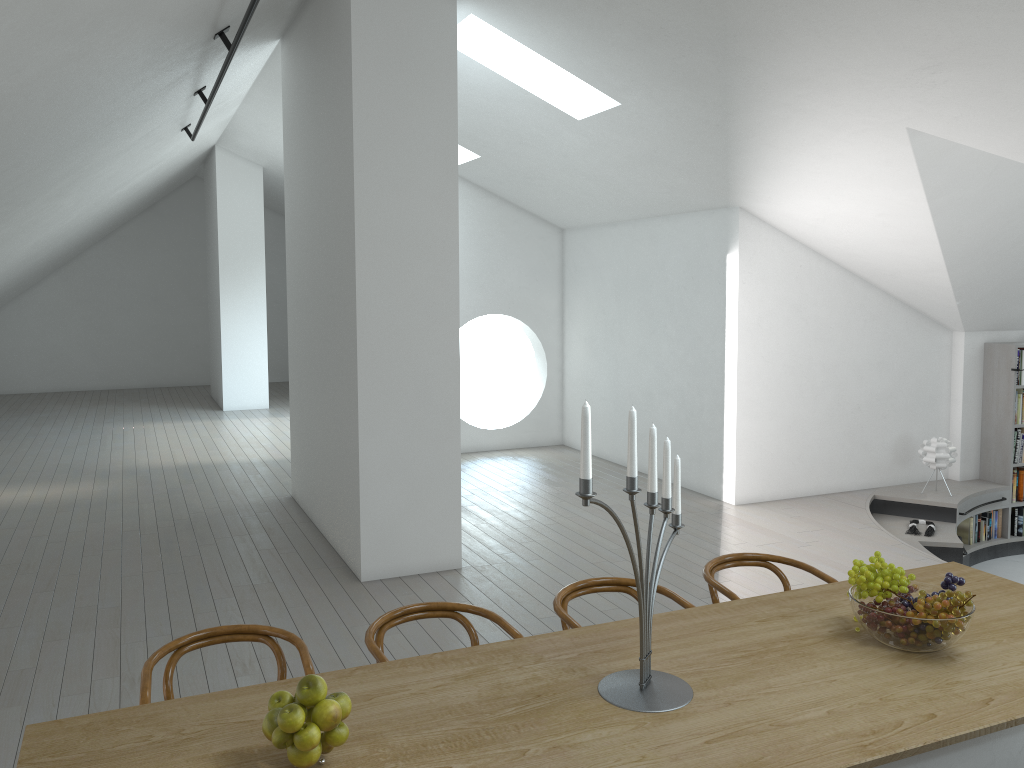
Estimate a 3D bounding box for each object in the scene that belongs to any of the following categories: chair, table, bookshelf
[{"bbox_3d":[-0.229,1.226,3.127,0.527,0.733,0.622,-3,6,-28],"label":"chair"},{"bbox_3d":[0.477,1.252,2.534,3.350,0.797,1.021,-3,6,-23],"label":"table"},{"bbox_3d":[6.484,0.691,7.253,2.109,1.876,4.342,-3,6,-23],"label":"bookshelf"},{"bbox_3d":[0.445,1.193,3.402,0.527,0.733,0.623,-2,6,-23],"label":"chair"},{"bbox_3d":[1.095,1.155,3.728,0.527,0.733,0.623,-2,6,-20],"label":"chair"},{"bbox_3d":[-0.919,1.253,2.903,0.527,0.733,0.623,-2,6,-21],"label":"chair"}]

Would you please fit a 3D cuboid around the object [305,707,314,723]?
[{"bbox_3d":[-0.481,0.800,2.172,0.071,0.072,0.071,3,6,31],"label":"object"}]

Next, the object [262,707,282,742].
[{"bbox_3d":[-0.549,0.804,2.089,0.076,0.076,0.077,3,6,33],"label":"object"}]

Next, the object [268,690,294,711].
[{"bbox_3d":[-0.557,0.775,2.144,0.063,0.063,0.062,3,6,29],"label":"object"}]

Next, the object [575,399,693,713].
[{"bbox_3d":[0.324,0.431,2.393,0.266,0.873,0.776,4,7,40],"label":"object"}]

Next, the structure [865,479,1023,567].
[{"bbox_3d":[5.223,1.519,6.765,4.710,0.691,4.720,2,7,21],"label":"structure"}]

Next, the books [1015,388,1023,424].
[{"bbox_3d":[5.263,0.200,8.722,1.088,0.347,0.304,-1,5,-8],"label":"books"}]

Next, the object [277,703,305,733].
[{"bbox_3d":[-0.503,0.764,2.022,0.062,0.059,0.062,-3,6,-23],"label":"object"}]

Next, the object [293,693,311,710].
[{"bbox_3d":[-0.501,0.759,2.142,0.053,0.057,0.058,-1,5,-9],"label":"object"}]

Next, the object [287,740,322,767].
[{"bbox_3d":[-0.484,0.854,2.069,0.080,0.074,0.078,2,6,21],"label":"object"}]

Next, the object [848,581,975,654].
[{"bbox_3d":[1.239,0.745,2.764,0.360,0.159,0.360,-6,8,-43],"label":"object"}]

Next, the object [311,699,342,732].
[{"bbox_3d":[-0.432,0.774,2.071,0.066,0.071,0.072,4,7,36],"label":"object"}]

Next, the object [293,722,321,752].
[{"bbox_3d":[-0.469,0.808,2.028,0.062,0.059,0.062,-2,6,-19],"label":"object"}]

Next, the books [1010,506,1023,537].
[{"bbox_3d":[5.304,1.316,8.806,0.918,0.319,0.283,-1,5,-5],"label":"books"}]

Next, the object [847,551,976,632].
[{"bbox_3d":[1.242,0.680,2.788,0.394,0.283,0.293,3,6,30],"label":"object"}]

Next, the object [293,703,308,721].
[{"bbox_3d":[-0.505,0.774,2.075,0.053,0.050,0.053,4,7,37],"label":"object"}]

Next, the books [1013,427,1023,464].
[{"bbox_3d":[5.245,0.579,8.706,1.019,0.358,0.261,-1,5,-6],"label":"books"}]

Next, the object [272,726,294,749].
[{"bbox_3d":[-0.526,0.811,2.039,0.053,0.053,0.051,-4,6,-32],"label":"object"}]

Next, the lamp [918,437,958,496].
[{"bbox_3d":[3.939,0.757,8.211,0.306,0.523,0.306,-4,6,-35],"label":"lamp"}]

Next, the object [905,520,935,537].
[{"bbox_3d":[3.532,1.241,7.644,0.218,0.082,0.474,3,7,29],"label":"object"}]

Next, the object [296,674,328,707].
[{"bbox_3d":[-0.473,0.724,2.094,0.072,0.074,0.072,-3,6,-23],"label":"object"}]

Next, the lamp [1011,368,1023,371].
[{"bbox_3d":[4.911,-0.266,8.301,0.117,0.311,0.414,-3,6,-26],"label":"lamp"}]

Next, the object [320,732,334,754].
[{"bbox_3d":[-0.449,0.862,2.128,0.051,0.050,0.050,-2,6,-20],"label":"object"}]

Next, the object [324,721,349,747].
[{"bbox_3d":[-0.415,0.826,2.093,0.059,0.056,0.060,-3,6,-29],"label":"object"}]

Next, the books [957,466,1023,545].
[{"bbox_3d":[4.988,1.136,8.705,1.641,0.694,0.391,-2,5,-13],"label":"books"}]

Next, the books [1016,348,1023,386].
[{"bbox_3d":[5.246,-0.184,8.676,1.032,0.360,0.301,-1,5,-7],"label":"books"}]

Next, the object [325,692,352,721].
[{"bbox_3d":[-0.425,0.783,2.144,0.072,0.063,0.071,-3,6,-30],"label":"object"}]
